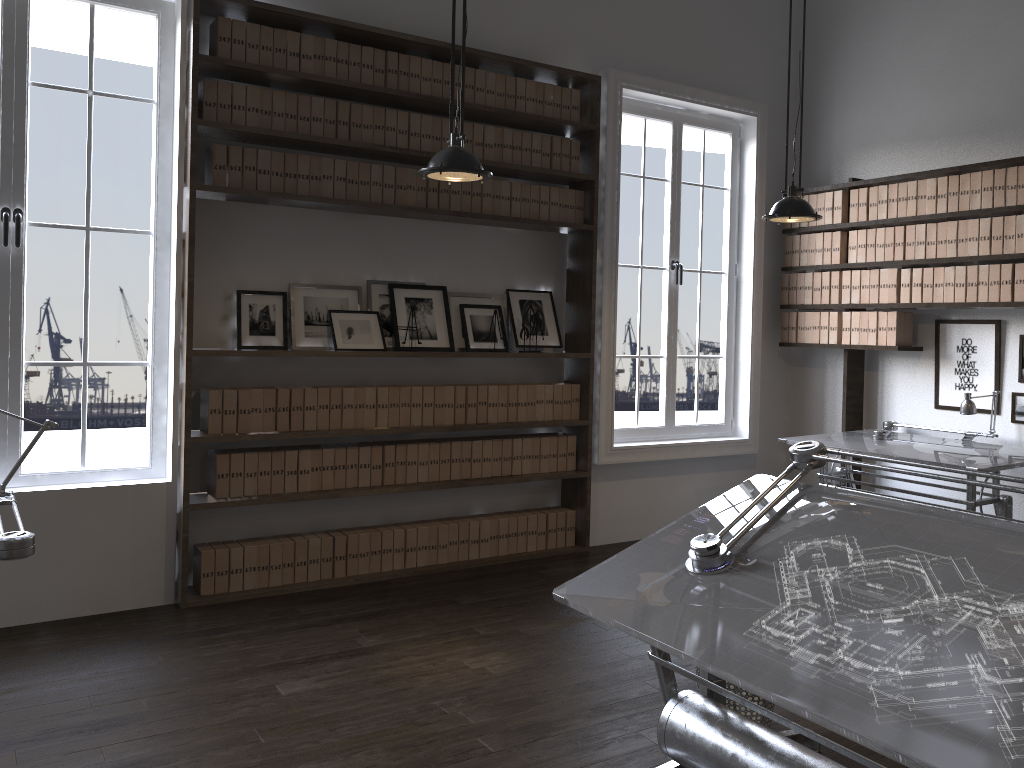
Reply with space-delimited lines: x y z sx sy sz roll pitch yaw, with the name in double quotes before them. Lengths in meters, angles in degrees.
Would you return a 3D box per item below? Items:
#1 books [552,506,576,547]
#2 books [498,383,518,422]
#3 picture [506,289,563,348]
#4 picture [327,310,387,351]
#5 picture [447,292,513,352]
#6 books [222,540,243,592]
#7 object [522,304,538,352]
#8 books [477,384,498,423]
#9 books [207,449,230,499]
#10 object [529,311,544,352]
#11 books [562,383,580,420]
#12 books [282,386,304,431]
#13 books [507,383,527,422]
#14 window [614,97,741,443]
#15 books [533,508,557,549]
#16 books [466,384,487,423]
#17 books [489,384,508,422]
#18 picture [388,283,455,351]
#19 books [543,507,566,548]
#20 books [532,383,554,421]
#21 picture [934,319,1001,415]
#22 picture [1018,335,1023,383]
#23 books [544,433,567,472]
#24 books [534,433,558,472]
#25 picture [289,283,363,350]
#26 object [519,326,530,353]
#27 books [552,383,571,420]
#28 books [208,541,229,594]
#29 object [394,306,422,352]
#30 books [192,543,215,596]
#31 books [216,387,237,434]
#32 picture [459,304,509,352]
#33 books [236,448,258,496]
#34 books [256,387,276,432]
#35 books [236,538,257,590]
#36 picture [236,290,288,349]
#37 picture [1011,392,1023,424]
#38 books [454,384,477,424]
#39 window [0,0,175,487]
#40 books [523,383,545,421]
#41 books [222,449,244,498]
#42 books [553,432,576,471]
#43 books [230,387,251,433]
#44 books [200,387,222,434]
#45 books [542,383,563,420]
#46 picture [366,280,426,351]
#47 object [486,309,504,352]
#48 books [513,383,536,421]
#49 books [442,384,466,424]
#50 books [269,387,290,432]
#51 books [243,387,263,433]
"books" 0.329 0.913 5.690 0.066 0.225 0.175 1 2 -32
"books" -0.041 0.115 5.440 0.066 0.225 0.175 1 2 -32
"picture" 0.142 -0.412 5.592 0.343 0.364 0.161 0 2 -32
"picture" -0.856 -0.293 4.910 0.299 0.229 0.145 0 2 -32
"picture" -0.201 -0.375 5.411 0.433 0.361 0.095 0 1 -32
"books" -1.446 0.938 4.571 0.067 0.225 0.175 1 2 -32
"object" 0.109 -0.340 5.414 0.118 0.304 0.040 1 1 -32
"books" -0.159 0.117 5.361 0.066 0.225 0.174 1 2 -32
"books" -1.501 0.458 4.522 0.067 0.225 0.175 1 2 -32
"object" 0.153 -0.321 5.475 0.110 0.262 0.040 1 1 -32
"books" 0.359 0.110 5.684 0.067 0.225 0.175 1 2 -32
"books" -1.174 0.131 4.728 0.066 0.225 0.175 1 2 -32
"books" 0.019 0.115 5.471 0.067 0.225 0.175 1 2 -32
"window" 1.106 -0.744 6.103 1.244 2.308 0.153 1 1 -32
"books" 0.204 0.915 5.608 0.067 0.225 0.175 1 2 -32
"books" -0.222 0.118 5.327 0.066 0.225 0.175 1 2 -32
"books" -0.101 0.116 5.402 0.066 0.225 0.174 1 2 -32
"picture" -0.524 -0.383 5.149 0.373 0.391 0.149 0 1 -32
"books" 0.264 0.914 5.652 0.066 0.225 0.175 1 2 -32
"books" 0.184 0.112 5.576 0.067 0.225 0.175 1 2 -32
"picture" 2.834 -0.115 5.520 0.040 0.574 0.415 1 1 -32
"picture" 3.066 -0.145 5.171 0.022 0.284 0.201 1 1 -33
"books" 0.271 0.432 5.644 0.066 0.225 0.174 1 2 -32
"books" 0.211 0.433 5.606 0.066 0.225 0.175 1 2 -32
"picture" -1.020 -0.367 4.895 0.415 0.365 0.083 0 1 -32
"object" 0.075 -0.267 5.353 0.066 0.165 0.040 1 1 -32
"books" 0.300 0.110 5.656 0.066 0.225 0.174 1 2 -32
"books" -1.507 0.939 4.536 0.066 0.225 0.175 1 2 -32
"object" -0.583 -0.307 4.954 0.174 0.260 0.040 0 1 -32
"books" -1.567 0.940 4.501 0.066 0.225 0.174 1 2 -32
"books" -1.467 0.136 4.536 0.066 0.225 0.175 1 2 -32
"picture" -0.169 -0.338 5.383 0.289 0.290 0.127 0 2 -32
"books" -1.380 0.456 4.602 0.066 0.225 0.174 1 2 -32
"books" -1.300 0.133 4.649 0.066 0.225 0.175 1 2 -32
"books" -1.385 0.938 4.611 0.066 0.225 0.175 1 2 -32
"picture" -1.331 -0.339 4.722 0.267 0.315 0.058 0 1 -32
"picture" 3.053 0.148 5.182 0.023 0.183 0.251 1 2 -32
"books" -0.282 0.119 5.282 0.067 0.225 0.175 1 2 -32
"window" -2.314 -0.696 4.095 1.482 2.496 0.153 1 1 -32
"books" 0.127 0.113 5.542 0.066 0.225 0.175 1 2 -32
"books" -1.439 0.457 4.561 0.066 0.225 0.175 1 2 -32
"books" 0.333 0.432 5.678 0.066 0.225 0.174 1 2 -32
"books" -1.406 0.135 4.574 0.067 0.225 0.175 1 2 -32
"books" -1.530 0.136 4.500 0.066 0.225 0.174 1 2 -32
"books" 0.242 0.111 5.617 0.066 0.225 0.175 1 2 -32
"picture" -0.658 -0.392 5.127 0.369 0.406 0.091 0 1 -32
"object" -0.100 -0.314 5.273 0.124 0.260 0.040 1 1 -32
"books" 0.073 0.113 5.510 0.066 0.225 0.175 1 2 -32
"books" -0.348 0.119 5.248 0.066 0.225 0.175 1 2 -32
"books" -1.234 0.132 4.683 0.067 0.225 0.175 1 2 -32
"books" -1.354 0.134 4.612 0.066 0.225 0.175 1 2 -32
